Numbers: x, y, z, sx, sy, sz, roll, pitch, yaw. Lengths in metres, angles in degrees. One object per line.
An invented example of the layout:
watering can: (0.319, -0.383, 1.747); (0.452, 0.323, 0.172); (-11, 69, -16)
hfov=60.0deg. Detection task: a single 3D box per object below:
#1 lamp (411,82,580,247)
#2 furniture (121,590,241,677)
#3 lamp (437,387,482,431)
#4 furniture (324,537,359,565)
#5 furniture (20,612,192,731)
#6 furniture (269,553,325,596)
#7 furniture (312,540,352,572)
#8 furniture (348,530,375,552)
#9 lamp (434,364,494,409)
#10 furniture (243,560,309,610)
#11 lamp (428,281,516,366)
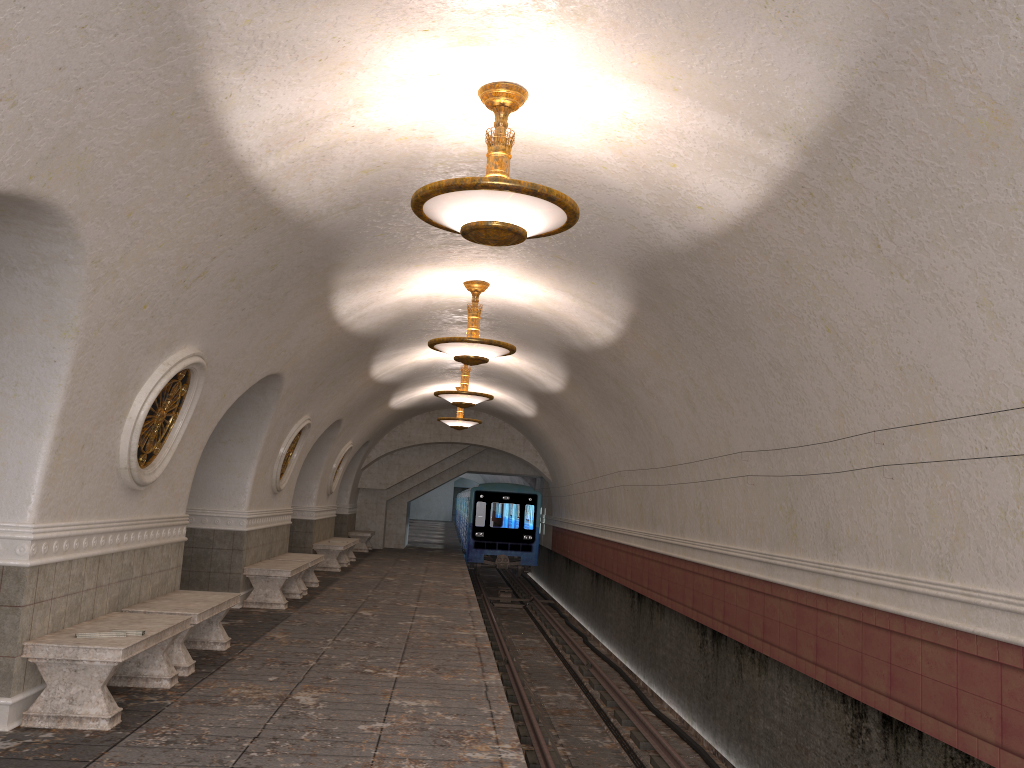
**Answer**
lamp: (-0.084, -1.293, 5.336); (1.008, 0.955, 1.008); (6, -8, -19)
furniture: (-2.911, 2.179, 7.862); (0.613, 0.508, 1.509); (4, -8, -4)
lamp: (-1.144, 0.558, 19.666); (1.008, 0.955, 1.008); (-3, -10, 42)
furniture: (-3.788, 3.709, 19.715); (0.613, 0.508, 1.509); (4, -8, -4)
furniture: (-2.788, 1.964, 6.199); (0.613, 0.508, 1.509); (4, -8, -4)
furniture: (-3.351, 2.948, 13.817); (0.613, 0.508, 1.509); (4, -8, -4)
furniture: (-3.665, 3.495, 18.052); (0.613, 0.508, 1.509); (4, -8, -4)
furniture: (-4.126, 4.299, 24.285); (0.613, 0.508, 1.509); (4, -8, -4)
lamp: (-0.791, -0.059, 14.889); (1.008, 0.955, 1.008); (2, -8, 12)
furniture: (-3.228, 2.733, 12.154); (0.613, 0.508, 1.509); (4, -8, -4)
lamp: (-0.437, -0.676, 10.113); (1.008, 0.955, 1.008); (2, -8, 12)
